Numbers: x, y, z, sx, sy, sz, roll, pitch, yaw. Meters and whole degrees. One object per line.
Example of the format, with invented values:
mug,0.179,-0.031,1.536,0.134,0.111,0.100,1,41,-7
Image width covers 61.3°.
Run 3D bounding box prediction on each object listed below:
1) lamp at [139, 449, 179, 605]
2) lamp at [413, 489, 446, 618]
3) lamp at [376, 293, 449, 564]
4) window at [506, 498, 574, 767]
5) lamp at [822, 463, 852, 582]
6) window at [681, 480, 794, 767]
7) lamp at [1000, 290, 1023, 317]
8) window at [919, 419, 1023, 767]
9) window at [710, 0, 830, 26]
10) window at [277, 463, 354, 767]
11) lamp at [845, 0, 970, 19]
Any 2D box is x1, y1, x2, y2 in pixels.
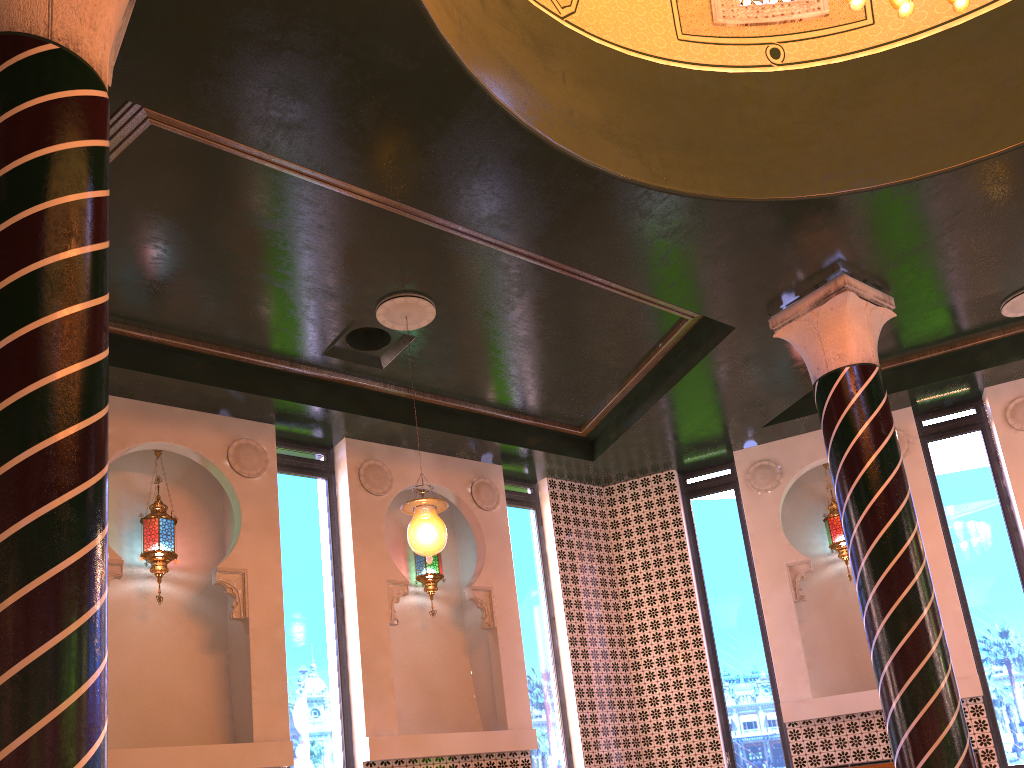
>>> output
lamp,-3.326,1.324,8.130,0.324,1.475,0.383,-5,-16,-5
lamp,-0.972,1.929,9.921,0.360,1.475,0.345,-6,-16,-5
lamp,-0.796,0.405,7.236,0.539,2.185,0.531,-20,-20,38
window,0.259,3.264,10.379,0.782,3.771,0.095,6,-20,-39
lamp,3.981,1.666,10.559,0.331,1.475,0.375,-14,-17,23
window,2.807,3.142,10.735,0.788,3.771,0.095,-13,-16,22
lamp,5.255,0.206,8.264,0.539,2.185,0.531,-20,-20,38
window,5.413,2.335,9.706,0.788,3.771,0.095,-13,-16,22
window,1.934,-4.541,4.173,5.735,1.098,5.928,-5,-26,-3
window,-2.023,2.689,8.667,0.782,3.771,0.095,6,-20,-39
lamp,1.943,-4.565,4.004,2.484,4.341,2.623,4,-21,-30
